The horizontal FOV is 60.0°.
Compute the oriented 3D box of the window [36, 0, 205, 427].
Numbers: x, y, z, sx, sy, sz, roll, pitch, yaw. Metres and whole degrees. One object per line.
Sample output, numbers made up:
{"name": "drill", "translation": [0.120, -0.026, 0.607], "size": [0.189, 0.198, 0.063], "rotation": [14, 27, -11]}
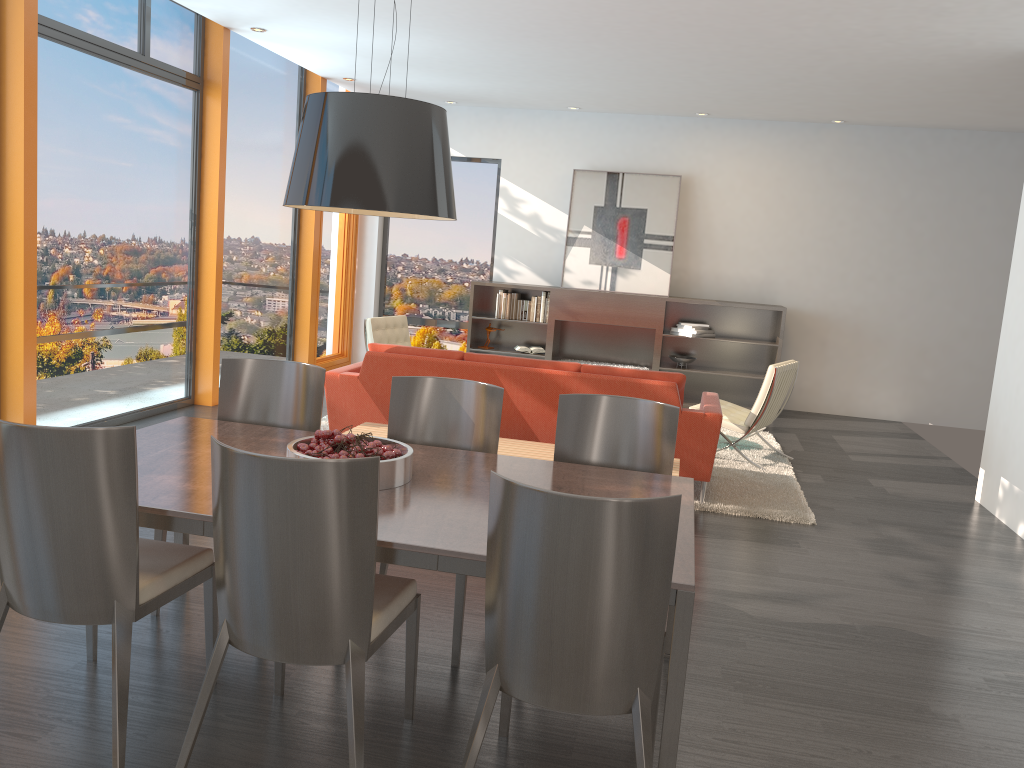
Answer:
{"name": "window", "translation": [-2.862, -1.343, 6.432], "size": [0.070, 3.342, 2.106], "rotation": [6, 8, 11]}

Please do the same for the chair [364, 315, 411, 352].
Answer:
{"name": "chair", "translation": [-0.950, -0.195, 8.245], "size": [0.707, 0.816, 0.700], "rotation": [8, 9, 20]}

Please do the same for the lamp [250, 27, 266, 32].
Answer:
{"name": "lamp", "translation": [-2.069, -2.886, 7.229], "size": [0.129, 0.010, 0.129], "rotation": [-1, 10, -34]}

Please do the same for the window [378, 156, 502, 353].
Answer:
{"name": "window", "translation": [-0.864, -1.804, 10.626], "size": [1.410, 3.336, 0.065], "rotation": [6, 8, 11]}

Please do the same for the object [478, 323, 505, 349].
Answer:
{"name": "object", "translation": [-0.244, -0.550, 10.124], "size": [0.245, 0.290, 0.202], "rotation": [9, 9, 30]}

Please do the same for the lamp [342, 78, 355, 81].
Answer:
{"name": "lamp", "translation": [-1.683, -3.138, 9.135], "size": [0.129, 0.010, 0.129], "rotation": [-1, 10, -34]}

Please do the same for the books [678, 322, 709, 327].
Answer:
{"name": "books", "translation": [1.969, -0.647, 9.626], "size": [0.300, 0.020, 0.210], "rotation": [5, 8, 1]}

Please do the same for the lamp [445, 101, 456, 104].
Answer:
{"name": "lamp", "translation": [-0.700, -3.202, 10.089], "size": [0.129, 0.010, 0.129], "rotation": [-1, 10, -34]}

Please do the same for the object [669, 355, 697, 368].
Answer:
{"name": "object", "translation": [1.860, -0.235, 9.697], "size": [0.309, 0.116, 0.309], "rotation": [-4, 12, -45]}

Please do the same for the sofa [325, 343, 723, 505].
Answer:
{"name": "sofa", "translation": [0.096, 0.196, 6.133], "size": [2.597, 0.851, 1.039], "rotation": [6, 8, 11]}

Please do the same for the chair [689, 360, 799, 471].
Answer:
{"name": "chair", "translation": [1.855, 0.197, 7.082], "size": [0.707, 0.816, 0.700], "rotation": [9, 9, 30]}

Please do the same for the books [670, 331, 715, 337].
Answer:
{"name": "books", "translation": [1.961, -0.542, 9.641], "size": [0.398, 0.038, 0.315], "rotation": [-2, 11, -39]}

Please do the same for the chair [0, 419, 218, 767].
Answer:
{"name": "chair", "translation": [-1.256, 0.544, 2.680], "size": [0.548, 0.966, 0.615], "rotation": [6, 8, 11]}

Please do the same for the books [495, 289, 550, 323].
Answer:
{"name": "books", "translation": [0.147, -0.889, 9.948], "size": [0.592, 0.339, 0.324], "rotation": [6, 8, 11]}

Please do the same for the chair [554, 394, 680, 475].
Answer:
{"name": "chair", "translation": [0.349, 0.565, 3.385], "size": [0.548, 0.966, 0.615], "rotation": [6, 8, 11]}

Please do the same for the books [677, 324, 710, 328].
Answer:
{"name": "books", "translation": [1.967, -0.628, 9.629], "size": [0.300, 0.020, 0.210], "rotation": [-2, 11, -39]}

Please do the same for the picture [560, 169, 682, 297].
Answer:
{"name": "picture", "translation": [1.210, -1.692, 9.886], "size": [1.208, 1.336, 0.269], "rotation": [6, 8, 11]}

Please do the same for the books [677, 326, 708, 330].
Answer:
{"name": "books", "translation": [1.966, -0.608, 9.631], "size": [0.210, 0.020, 0.300], "rotation": [12, 11, 40]}

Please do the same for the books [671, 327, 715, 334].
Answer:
{"name": "books", "translation": [1.964, -0.580, 9.635], "size": [0.315, 0.038, 0.398], "rotation": [12, 11, 40]}

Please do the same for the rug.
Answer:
{"name": "rug", "translation": [0.312, 0.473, 7.249], "size": [3.773, 0.042, 2.987], "rotation": [6, 9, 10]}

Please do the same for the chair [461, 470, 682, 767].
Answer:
{"name": "chair", "translation": [0.174, 0.696, 2.409], "size": [0.548, 0.966, 0.615], "rotation": [6, 8, 11]}

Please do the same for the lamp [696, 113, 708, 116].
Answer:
{"name": "lamp", "translation": [2.047, -2.910, 9.568], "size": [0.129, 0.010, 0.129], "rotation": [-1, 10, -34]}

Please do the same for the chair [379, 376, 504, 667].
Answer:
{"name": "chair", "translation": [-0.333, 0.492, 3.515], "size": [0.548, 0.966, 0.615], "rotation": [6, 8, 11]}

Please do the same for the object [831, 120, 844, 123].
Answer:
{"name": "object", "translation": [3.441, -2.771, 9.367], "size": [0.129, 0.010, 0.129], "rotation": [-1, 10, -34]}

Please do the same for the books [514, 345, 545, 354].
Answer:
{"name": "books", "translation": [0.204, -0.386, 10.019], "size": [0.336, 0.064, 0.234], "rotation": [3, 8, -9]}

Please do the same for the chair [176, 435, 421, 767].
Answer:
{"name": "chair", "translation": [-0.574, 0.616, 2.551], "size": [0.548, 0.966, 0.615], "rotation": [6, 8, 11]}

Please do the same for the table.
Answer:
{"name": "table", "translation": [-0.498, 0.701, 3.073], "size": [2.152, 0.764, 1.173], "rotation": [6, 8, 11]}

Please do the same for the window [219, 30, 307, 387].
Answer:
{"name": "window", "translation": [-2.451, -1.611, 8.460], "size": [0.070, 3.342, 1.845], "rotation": [6, 8, 11]}

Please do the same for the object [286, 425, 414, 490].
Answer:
{"name": "object", "translation": [-0.553, 0.236, 3.042], "size": [0.427, 0.154, 0.427], "rotation": [-1, 10, -35]}

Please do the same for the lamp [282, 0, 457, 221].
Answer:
{"name": "lamp", "translation": [-0.403, -1.341, 2.812], "size": [0.568, 1.578, 0.567], "rotation": [11, 10, 39]}

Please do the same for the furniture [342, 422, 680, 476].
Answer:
{"name": "furniture", "translation": [-0.027, 0.556, 5.330], "size": [2.006, 0.357, 0.493], "rotation": [6, 8, 11]}

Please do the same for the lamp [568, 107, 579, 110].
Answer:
{"name": "lamp", "translation": [0.681, -3.055, 9.827], "size": [0.129, 0.010, 0.129], "rotation": [-1, 10, -34]}

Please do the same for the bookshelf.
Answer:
{"name": "bookshelf", "translation": [1.213, -0.430, 9.888], "size": [3.388, 1.161, 0.570], "rotation": [6, 8, 11]}

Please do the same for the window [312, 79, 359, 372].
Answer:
{"name": "window", "translation": [-2.041, -1.808, 10.010], "size": [0.211, 3.342, 1.157], "rotation": [6, 8, 11]}

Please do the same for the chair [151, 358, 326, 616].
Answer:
{"name": "chair", "translation": [-1.081, 0.413, 3.656], "size": [0.548, 0.966, 0.615], "rotation": [6, 8, 11]}
